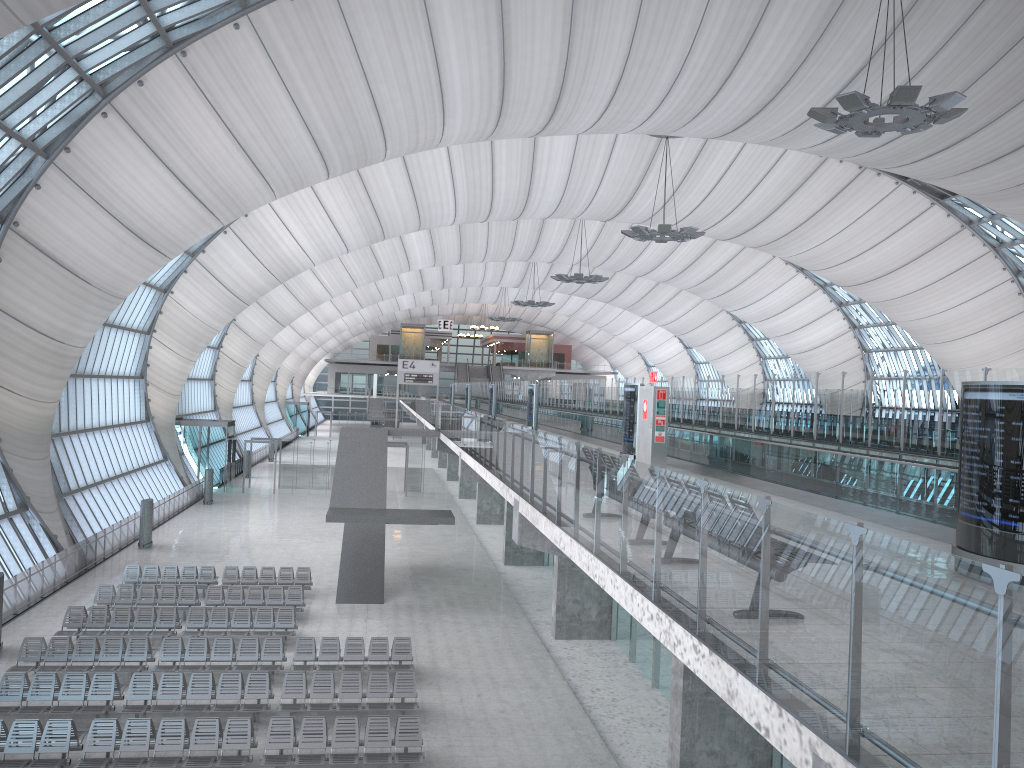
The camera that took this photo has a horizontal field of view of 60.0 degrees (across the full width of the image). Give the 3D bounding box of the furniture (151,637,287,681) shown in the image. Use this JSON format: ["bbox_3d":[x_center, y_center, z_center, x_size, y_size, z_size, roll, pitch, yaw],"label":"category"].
[{"bbox_3d":[-6.377,6.043,19.544,2.705,0.913,1.572,2,0,-8],"label":"furniture"}]

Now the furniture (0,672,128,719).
[{"bbox_3d":[-8.840,5.920,16.754,2.705,0.913,1.572,2,0,-8],"label":"furniture"}]

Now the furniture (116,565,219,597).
[{"bbox_3d":[-10.306,5.927,26.709,2.705,0.913,1.572,2,0,-8],"label":"furniture"}]

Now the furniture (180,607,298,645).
[{"bbox_3d":[-6.767,6.045,22.186,2.705,0.913,1.572,2,0,-8],"label":"furniture"}]

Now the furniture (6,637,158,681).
[{"bbox_3d":[-9.190,5.921,19.130,2.705,0.913,1.572,2,0,-8],"label":"furniture"}]

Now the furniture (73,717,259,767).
[{"bbox_3d":[-5.678,6.039,14.793,2.705,0.913,1.572,2,0,-8],"label":"furniture"}]

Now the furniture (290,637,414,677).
[{"bbox_3d":[-3.565,6.164,19.958,2.705,0.913,1.572,2,0,-8],"label":"furniture"}]

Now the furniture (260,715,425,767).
[{"bbox_3d":[-2.865,6.160,15.207,2.705,0.913,1.572,2,0,-8],"label":"furniture"}]

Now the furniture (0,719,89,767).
[{"bbox_3d":[-8.491,5.918,14.379,2.705,0.913,1.572,2,0,-8],"label":"furniture"}]

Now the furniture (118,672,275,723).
[{"bbox_3d":[-6.028,6.041,17.168,2.705,0.913,1.572,2,0,-8],"label":"furniture"}]

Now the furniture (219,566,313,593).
[{"bbox_3d":[-7.493,6.049,27.123,2.705,0.913,1.572,2,0,-8],"label":"furniture"}]

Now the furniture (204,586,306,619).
[{"bbox_3d":[-7.109,6.047,24.510,2.705,0.913,1.572,2,0,-8],"label":"furniture"}]

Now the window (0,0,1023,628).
[{"bbox_3d":[1.695,-2.625,79.130,50.537,20.004,167.818,2,0,-8],"label":"window"}]

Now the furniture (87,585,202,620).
[{"bbox_3d":[-9.921,5.925,24.096,2.705,0.913,1.572,2,0,-8],"label":"furniture"}]

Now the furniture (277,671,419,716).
[{"bbox_3d":[-3.215,6.162,17.582,2.705,0.913,1.572,2,0,-8],"label":"furniture"}]

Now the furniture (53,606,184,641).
[{"bbox_3d":[-9.579,5.923,21.772,2.705,0.913,1.572,2,0,-8],"label":"furniture"}]
